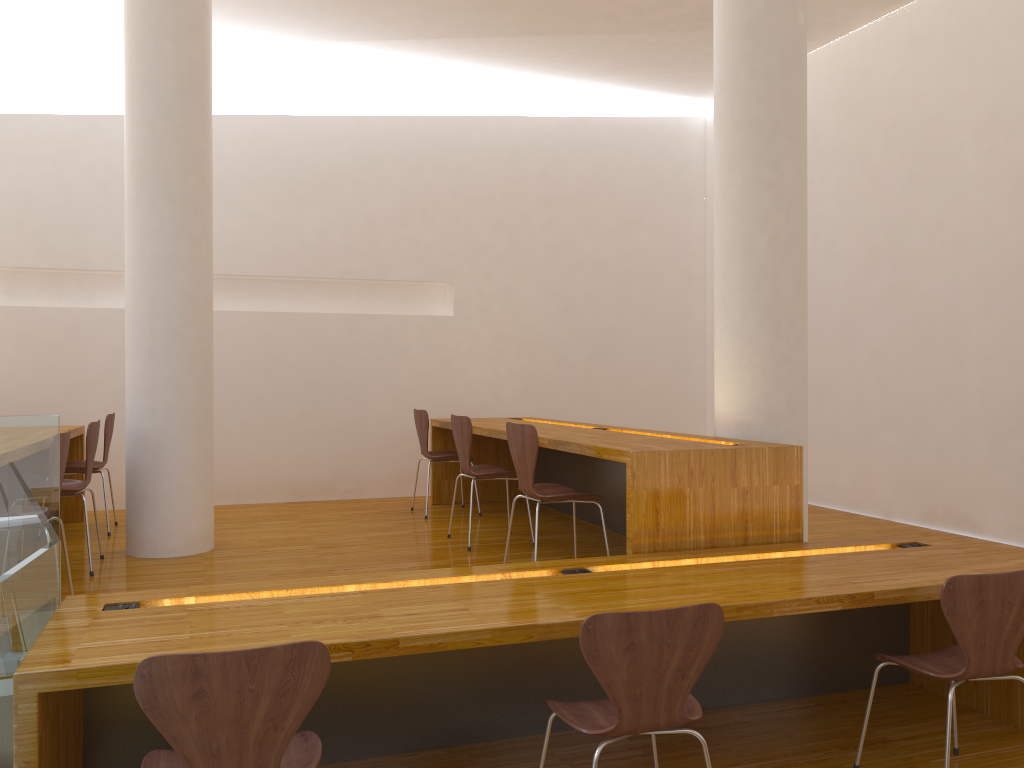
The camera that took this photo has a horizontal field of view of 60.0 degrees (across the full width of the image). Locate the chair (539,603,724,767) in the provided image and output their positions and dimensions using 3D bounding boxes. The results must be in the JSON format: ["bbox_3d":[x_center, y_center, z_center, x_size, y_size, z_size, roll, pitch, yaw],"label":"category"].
[{"bbox_3d":[0.294,0.887,2.310,0.428,0.693,0.381,0,0,-19],"label":"chair"}]

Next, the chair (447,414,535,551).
[{"bbox_3d":[-0.118,0.514,4.817,0.381,0.693,0.428,0,0,-19],"label":"chair"}]

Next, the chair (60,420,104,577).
[{"bbox_3d":[-2.130,0.521,4.130,0.381,0.693,0.428,0,0,-19],"label":"chair"}]

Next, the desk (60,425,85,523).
[{"bbox_3d":[-2.890,0.479,3.808,1.527,0.785,3.243,0,0,-19],"label":"desk"}]

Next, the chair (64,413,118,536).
[{"bbox_3d":[-2.527,0.520,5.177,0.381,0.693,0.428,0,0,-19],"label":"chair"}]

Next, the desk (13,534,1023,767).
[{"bbox_3d":[0.288,0.934,2.824,3.185,0.606,0.760,0,0,-19],"label":"desk"}]

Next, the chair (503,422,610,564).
[{"bbox_3d":[0.195,0.515,3.897,0.381,0.693,0.428,0,0,-19],"label":"chair"}]

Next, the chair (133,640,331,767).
[{"bbox_3d":[-0.625,0.890,1.997,0.428,0.693,0.381,0,0,-19],"label":"chair"}]

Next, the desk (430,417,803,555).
[{"bbox_3d":[0.292,0.551,4.931,0.760,0.606,3.185,0,0,-19],"label":"desk"}]

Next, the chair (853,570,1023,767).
[{"bbox_3d":[1.340,0.883,2.708,0.428,0.693,0.381,0,0,-19],"label":"chair"}]

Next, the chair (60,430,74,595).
[{"bbox_3d":[-1.816,0.522,3.211,0.381,0.693,0.428,0,0,-19],"label":"chair"}]

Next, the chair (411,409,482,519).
[{"bbox_3d":[-0.443,0.512,5.888,0.381,0.693,0.428,0,0,-19],"label":"chair"}]
